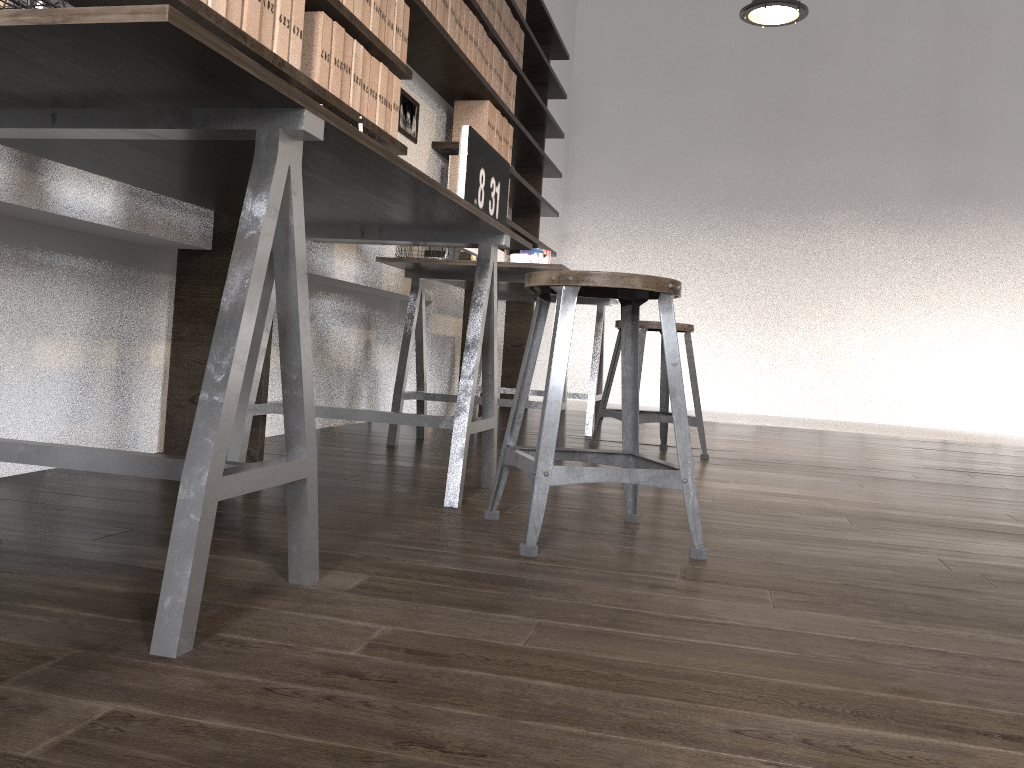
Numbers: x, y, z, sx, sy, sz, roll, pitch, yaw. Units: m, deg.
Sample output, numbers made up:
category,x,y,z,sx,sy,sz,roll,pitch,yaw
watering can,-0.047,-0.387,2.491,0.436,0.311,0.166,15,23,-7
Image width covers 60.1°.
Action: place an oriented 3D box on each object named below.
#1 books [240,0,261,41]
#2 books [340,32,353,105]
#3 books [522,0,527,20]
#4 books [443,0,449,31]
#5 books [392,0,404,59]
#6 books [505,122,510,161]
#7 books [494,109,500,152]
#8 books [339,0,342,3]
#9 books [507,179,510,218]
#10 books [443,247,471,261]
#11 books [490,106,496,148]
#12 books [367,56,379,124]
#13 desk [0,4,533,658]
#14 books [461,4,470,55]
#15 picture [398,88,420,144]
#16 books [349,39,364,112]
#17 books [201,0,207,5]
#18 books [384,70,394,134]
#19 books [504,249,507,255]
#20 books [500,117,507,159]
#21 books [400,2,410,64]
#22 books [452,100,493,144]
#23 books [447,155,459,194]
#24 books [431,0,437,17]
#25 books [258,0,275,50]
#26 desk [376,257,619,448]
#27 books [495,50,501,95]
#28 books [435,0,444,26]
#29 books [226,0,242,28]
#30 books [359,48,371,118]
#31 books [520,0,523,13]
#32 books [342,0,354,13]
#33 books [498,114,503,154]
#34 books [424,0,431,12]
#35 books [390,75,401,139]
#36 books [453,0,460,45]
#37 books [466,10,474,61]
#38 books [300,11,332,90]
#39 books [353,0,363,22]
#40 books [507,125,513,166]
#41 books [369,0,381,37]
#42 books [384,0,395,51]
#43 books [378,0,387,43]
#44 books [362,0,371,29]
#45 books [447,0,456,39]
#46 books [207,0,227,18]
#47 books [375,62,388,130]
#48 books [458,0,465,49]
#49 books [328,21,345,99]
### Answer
category,x,y,z,sx,sy,sz,roll,pitch,yaw
books,-0.705,-0.948,2.159,0.174,0.226,0.067,4,-1,13
books,-0.584,-0.952,2.699,0.174,0.226,0.066,4,-1,13
books,-0.011,-2.087,4.846,0.174,0.226,0.066,4,-1,13
books,-0.347,-1.519,3.567,0.174,0.226,0.066,4,-1,13
books,-0.474,-1.233,3.078,0.174,0.226,0.066,4,-1,13
books,-0.110,-1.261,4.648,0.174,0.226,0.066,4,-1,13
books,-0.156,-1.257,4.432,0.174,0.226,0.066,4,-1,13
books,-0.587,-1.225,2.611,0.174,0.226,0.066,4,-1,13
books,-0.108,-0.988,4.722,0.174,0.226,0.066,4,-1,13
books,-0.233,-0.703,4.263,0.174,0.226,0.066,4,-1,13
books,-0.176,-1.256,4.364,0.174,0.226,0.066,4,-1,13
books,-0.535,-0.956,2.906,0.174,0.226,0.066,4,-1,13
desk,-0.473,-0.061,1.715,0.656,0.670,1.667,4,1,13
books,-0.283,-1.524,3.837,0.174,0.226,0.066,4,-1,13
picture,-0.461,-1.175,3.887,0.023,0.183,0.251,3,1,13
books,-0.564,-0.953,2.768,0.174,0.226,0.066,4,-1,13
books,-0.760,-0.944,1.950,0.174,0.226,0.066,4,-1,13
books,-0.503,-0.958,3.037,0.174,0.226,0.066,4,-1,13
books,-0.121,-0.711,4.718,0.174,0.226,0.067,4,-1,13
books,-0.122,-1.260,4.574,0.174,0.226,0.067,4,-1,13
books,-0.462,-1.235,3.149,0.174,0.226,0.066,4,-1,13
books,-0.193,-1.255,4.295,0.174,0.226,0.066,4,-1,13
books,-0.214,-0.979,4.252,0.174,0.226,0.067,4,-1,13
books,-0.382,-1.516,3.422,0.174,0.226,0.066,4,-1,13
books,-0.694,-0.949,2.233,0.174,0.226,0.066,4,-1,13
desk,0.016,-0.098,3.798,0.656,0.670,1.667,4,1,13
books,-0.152,-1.533,4.386,0.174,0.226,0.066,4,-1,13
books,-0.359,-1.517,3.493,0.174,0.226,0.067,4,-1,13
books,-0.728,-0.947,2.088,0.174,0.226,0.066,4,-1,13
books,-0.551,-0.955,2.837,0.174,0.226,0.066,4,-1,13
books,-0.030,-2.086,4.780,0.174,0.226,0.066,4,-1,13
books,-0.567,-1.226,2.678,0.174,0.226,0.067,4,-1,13
books,-0.144,-1.259,4.503,0.174,0.226,0.066,4,-1,13
books,-0.393,-1.515,3.351,0.174,0.226,0.066,4,-1,13
books,-0.487,-0.959,3.098,0.174,0.226,0.066,4,-1,13
books,-0.313,-1.521,3.700,0.174,0.226,0.066,4,-1,13
books,-0.265,-1.525,3.909,0.174,0.226,0.066,4,-1,13
books,-0.618,-0.950,2.554,0.174,0.226,0.066,4,-1,13
books,-0.553,-1.227,2.749,0.174,0.226,0.066,4,-1,13
books,-0.091,-1.263,4.721,0.174,0.226,0.066,4,-1,13
books,-0.520,-1.229,2.874,0.174,0.226,0.067,4,-1,13
books,-0.494,-1.232,3.011,0.174,0.226,0.066,4,-1,13
books,-0.510,-1.231,2.941,0.174,0.226,0.066,4,-1,13
books,-0.540,-1.229,2.811,0.174,0.226,0.066,4,-1,13
books,-0.326,-1.520,3.629,0.174,0.226,0.066,4,-1,13
books,-0.739,-0.945,2.017,0.174,0.226,0.066,4,-1,13
books,-0.514,-0.957,2.971,0.174,0.226,0.067,4,-1,13
books,-0.300,-1.523,3.769,0.174,0.226,0.066,4,-1,13
books,-0.596,-0.951,2.625,0.174,0.226,0.067,4,-1,13
